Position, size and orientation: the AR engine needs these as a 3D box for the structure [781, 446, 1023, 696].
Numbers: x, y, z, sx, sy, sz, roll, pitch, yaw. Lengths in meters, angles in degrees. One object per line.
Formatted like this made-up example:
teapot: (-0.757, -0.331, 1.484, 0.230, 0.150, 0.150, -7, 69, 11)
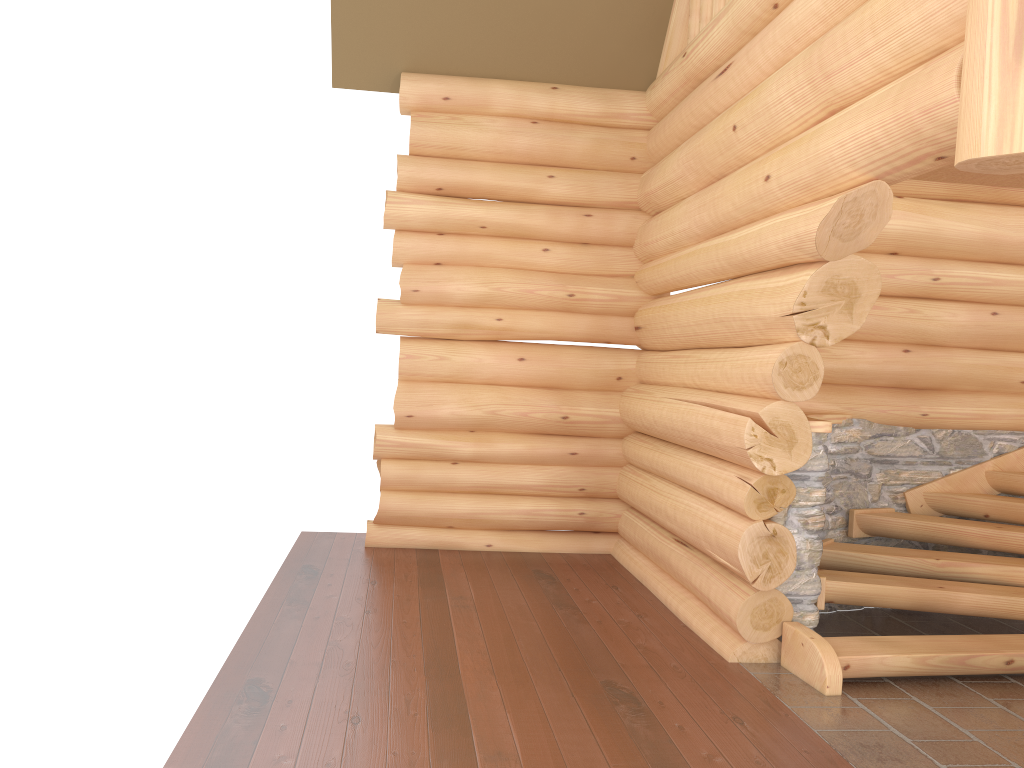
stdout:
structure: (3.328, 0.976, 6.289, 3.604, 1.643, 1.951, 3, 1, -13)
